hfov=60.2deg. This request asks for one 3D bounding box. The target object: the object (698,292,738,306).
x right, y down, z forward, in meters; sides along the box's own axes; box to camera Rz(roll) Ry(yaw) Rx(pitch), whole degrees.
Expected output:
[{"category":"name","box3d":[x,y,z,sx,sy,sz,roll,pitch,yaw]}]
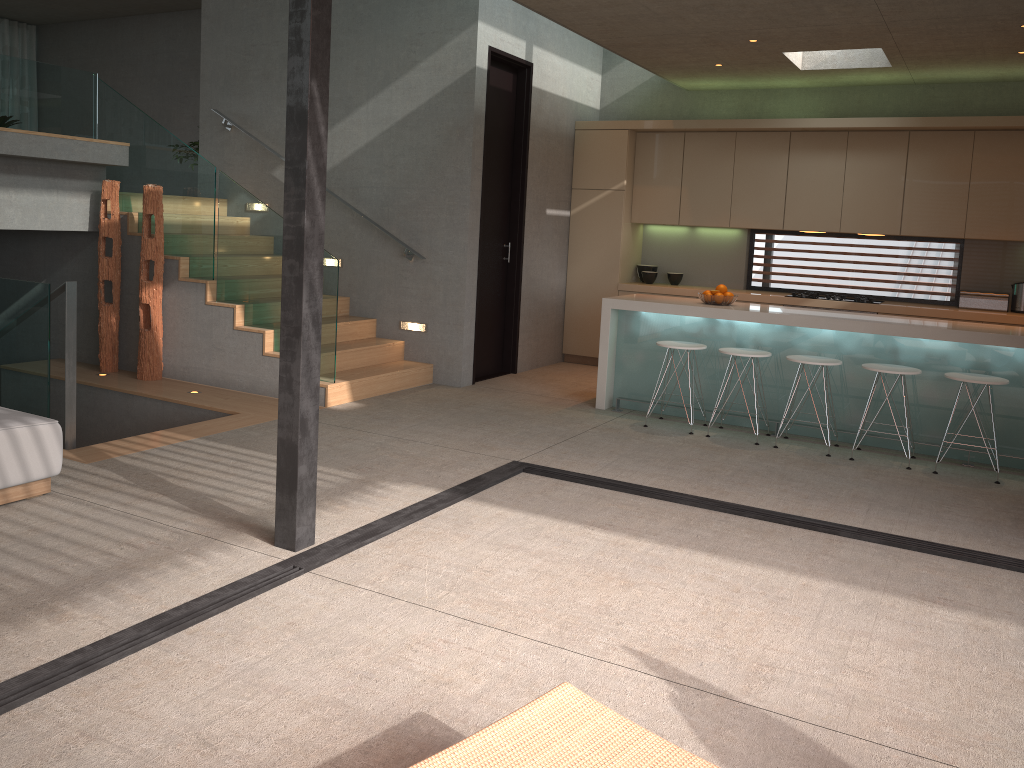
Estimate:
[{"category":"object","box3d":[1.630,-0.672,7.009,0.316,0.081,0.317,8,11,28]}]

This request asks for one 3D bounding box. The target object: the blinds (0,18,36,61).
[{"category":"blinds","box3d":[-8.768,-4.264,12.928,0.224,2.704,3.872,6,9,28]}]

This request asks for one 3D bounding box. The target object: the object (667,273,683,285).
[{"category":"object","box3d":[1.727,-1.111,9.368,0.169,0.125,0.171,5,9,15]}]

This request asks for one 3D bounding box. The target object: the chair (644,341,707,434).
[{"category":"chair","box3d":[1.248,0.010,6.620,0.383,0.619,0.384,7,8,28]}]

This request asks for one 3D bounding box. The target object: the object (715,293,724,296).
[{"category":"object","box3d":[1.620,-0.673,6.918,0.087,0.086,0.087,6,8,18]}]

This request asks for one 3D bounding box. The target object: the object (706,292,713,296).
[{"category":"object","box3d":[1.551,-0.681,6.967,0.081,0.080,0.082,-2,9,-32]}]

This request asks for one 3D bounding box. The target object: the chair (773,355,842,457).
[{"category":"chair","box3d":[2.082,0.134,6.168,0.383,0.619,0.384,7,8,28]}]

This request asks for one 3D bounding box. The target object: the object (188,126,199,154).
[{"category":"object","box3d":[-3.488,-2.718,10.970,1.431,1.201,1.246,-1,9,-28]}]

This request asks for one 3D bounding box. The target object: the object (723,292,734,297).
[{"category":"object","box3d":[1.703,-0.678,6.958,0.094,0.093,0.095,5,8,17]}]

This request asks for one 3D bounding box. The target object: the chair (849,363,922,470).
[{"category":"chair","box3d":[2.518,0.199,5.934,0.383,0.619,0.384,7,8,28]}]

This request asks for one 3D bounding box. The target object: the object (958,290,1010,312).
[{"category":"object","box3d":[4.279,-0.754,8.019,0.402,0.158,0.242,8,10,28]}]

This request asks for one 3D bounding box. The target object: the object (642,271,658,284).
[{"category":"object","box3d":[1.457,-1.124,9.364,0.169,0.125,0.171,5,9,15]}]

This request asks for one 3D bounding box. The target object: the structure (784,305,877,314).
[{"category":"structure","box3d":[2.933,-0.453,8.225,0.831,0.497,0.080,8,7,28]}]

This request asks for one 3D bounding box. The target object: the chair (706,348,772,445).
[{"category":"chair","box3d":[1.662,0.072,6.395,0.383,0.619,0.384,7,8,28]}]

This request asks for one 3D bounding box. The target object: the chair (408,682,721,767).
[{"category":"chair","box3d":[-0.391,0.809,1.205,0.705,0.820,2.302,10,12,43]}]

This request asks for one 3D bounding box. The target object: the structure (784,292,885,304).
[{"category":"structure","box3d":[3.070,-0.802,8.412,0.842,0.090,0.467,8,11,28]}]

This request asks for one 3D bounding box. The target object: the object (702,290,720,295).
[{"category":"object","box3d":[1.573,-0.696,7.016,0.096,0.099,0.175,1,9,-17]}]

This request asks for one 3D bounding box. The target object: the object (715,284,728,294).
[{"category":"object","box3d":[1.664,-0.744,7.019,0.094,0.093,0.095,-4,10,-41]}]

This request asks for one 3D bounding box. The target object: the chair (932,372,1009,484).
[{"category":"chair","box3d":[2.961,0.264,5.695,0.383,0.619,0.384,7,8,28]}]

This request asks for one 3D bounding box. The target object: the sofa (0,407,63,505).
[{"category":"sofa","box3d":[-3.127,0.132,4.267,1.602,0.727,1.019,8,10,28]}]

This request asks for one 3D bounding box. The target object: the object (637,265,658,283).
[{"category":"object","box3d":[1.457,-1.188,9.553,0.225,0.186,0.227,4,8,6]}]

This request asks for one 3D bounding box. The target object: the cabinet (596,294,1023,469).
[{"category":"cabinet","box3d":[2.694,-0.030,6.486,4.138,0.892,0.805,8,9,28]}]

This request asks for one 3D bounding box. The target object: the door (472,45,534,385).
[{"category":"door","box3d":[-0.541,-0.358,5.748,15.318,4.439,5.834,3,8,1]}]

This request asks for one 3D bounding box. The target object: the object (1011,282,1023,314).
[{"category":"object","box3d":[4.561,-0.768,7.821,0.279,0.283,0.178,8,8,33]}]

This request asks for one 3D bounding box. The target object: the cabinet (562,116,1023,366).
[{"category":"cabinet","box3d":[3.698,-0.970,7.345,7.501,2.546,1.976,8,9,28]}]
